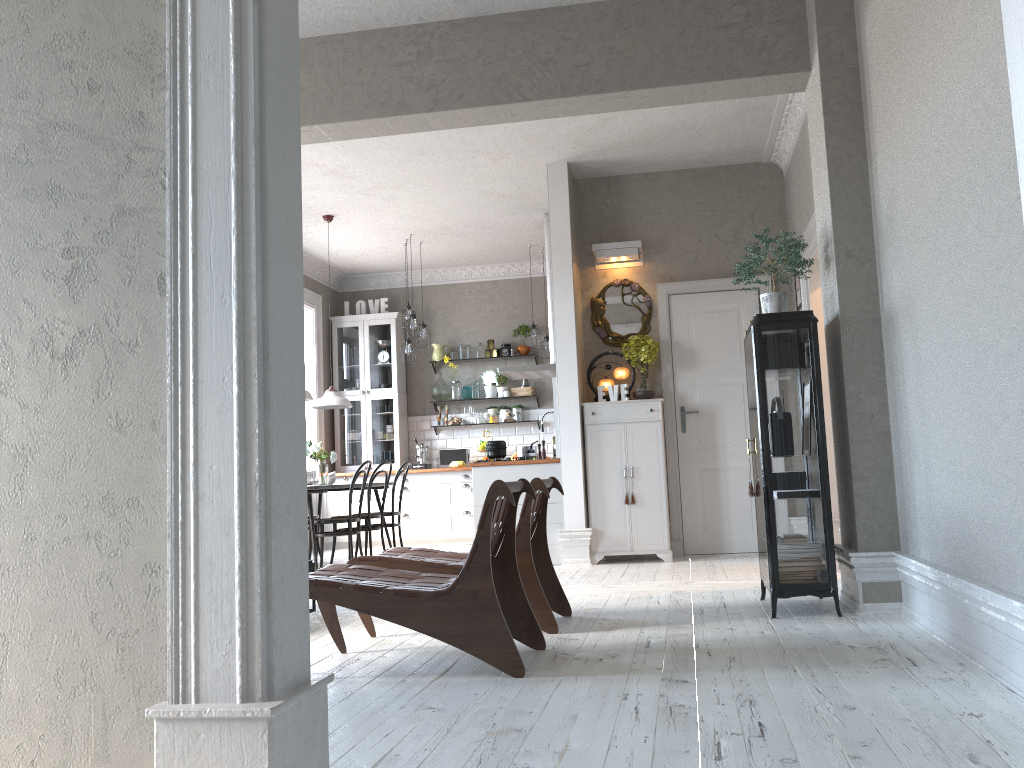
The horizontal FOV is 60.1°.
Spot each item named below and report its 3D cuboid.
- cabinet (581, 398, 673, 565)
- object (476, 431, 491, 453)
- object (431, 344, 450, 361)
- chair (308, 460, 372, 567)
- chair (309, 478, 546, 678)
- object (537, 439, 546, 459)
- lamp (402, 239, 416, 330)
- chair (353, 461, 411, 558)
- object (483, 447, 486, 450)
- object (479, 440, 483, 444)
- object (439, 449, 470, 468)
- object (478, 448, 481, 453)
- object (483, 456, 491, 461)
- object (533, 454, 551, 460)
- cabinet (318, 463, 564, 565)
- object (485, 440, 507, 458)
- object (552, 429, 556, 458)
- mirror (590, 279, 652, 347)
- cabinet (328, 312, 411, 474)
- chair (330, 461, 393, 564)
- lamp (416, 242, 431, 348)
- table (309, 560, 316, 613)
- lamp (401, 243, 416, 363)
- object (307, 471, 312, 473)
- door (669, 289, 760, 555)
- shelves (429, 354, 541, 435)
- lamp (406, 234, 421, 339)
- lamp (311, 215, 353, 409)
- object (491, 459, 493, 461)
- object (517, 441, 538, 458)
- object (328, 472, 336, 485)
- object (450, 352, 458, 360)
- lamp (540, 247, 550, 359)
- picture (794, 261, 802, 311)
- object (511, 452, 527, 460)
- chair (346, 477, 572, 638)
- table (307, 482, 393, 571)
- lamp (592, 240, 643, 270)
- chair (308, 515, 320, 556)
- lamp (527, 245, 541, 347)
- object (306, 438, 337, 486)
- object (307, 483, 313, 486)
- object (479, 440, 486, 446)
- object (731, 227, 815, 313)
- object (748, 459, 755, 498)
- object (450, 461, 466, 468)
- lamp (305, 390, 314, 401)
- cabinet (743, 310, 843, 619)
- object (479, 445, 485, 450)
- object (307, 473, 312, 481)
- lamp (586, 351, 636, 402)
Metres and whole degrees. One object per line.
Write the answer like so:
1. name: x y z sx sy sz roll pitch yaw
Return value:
1. cabinet: 0.944 0.794 7.230 0.662 1.297 0.386 -3 -6 9
2. object: -0.290 0.763 10.421 0.353 0.425 0.350 -2 -6 -5
3. object: -0.875 -0.378 10.765 0.188 0.216 0.176 -5 -6 23
4. chair: -1.428 1.103 7.311 0.547 0.920 0.440 -3 -6 7
5. chair: -0.418 0.763 3.559 1.010 0.720 0.511 -4 -6 9
6. object: 0.246 0.545 7.369 0.072 0.166 0.036 -3 -6 9
7. lamp: -1.126 -1.450 9.465 0.147 1.734 0.146 -2 -6 -4
8. chair: -1.218 1.199 8.311 0.547 0.920 0.440 -3 -6 7
9. object: -0.307 0.768 10.367 0.063 0.061 0.067 -4 -6 9
10. object: -0.348 0.688 10.415 0.073 0.058 0.050 -1 -6 -14
11. object: -0.686 0.889 10.507 0.349 0.226 0.088 -3 -6 9
12. object: -0.351 0.770 10.435 0.096 0.078 0.101 -2 -6 -3
13. object: -0.296 0.888 10.282 0.114 0.110 0.110 0 -6 -23
14. object: 0.344 0.849 10.089 0.225 0.127 0.147 -2 -6 -8
15. cabinet: -0.335 1.268 9.097 2.028 0.854 4.112 1 -7 -34
16. object: -0.133 0.555 7.511 0.192 0.147 0.191 -1 -6 -11
17. object: 0.407 0.536 7.888 0.089 0.282 0.082 -3 -6 10
18. mirror: 0.938 -0.615 7.598 0.529 0.593 0.071 -3 -6 8
19. cabinet: -1.715 0.135 10.759 0.874 1.920 0.390 -3 -6 9
20. chair: -1.329 1.154 7.838 0.543 0.920 0.443 -4 -6 17
21. lamp: -0.982 -1.262 9.584 0.147 1.734 0.146 -2 -6 -4
22. table: -1.694 1.147 4.606 0.844 0.303 1.319 -4 -6 10
23. lamp: -1.147 -1.093 9.596 0.149 1.734 0.144 0 -6 -23
24. object: -1.906 0.852 8.151 0.179 0.094 0.179 -3 -6 1
25. door: 1.750 0.305 7.388 0.747 2.182 0.080 -3 -6 8
26. shelves: -0.323 0.154 10.684 1.308 0.923 0.230 -3 -6 8
27. lamp: -1.057 -1.341 9.282 0.149 1.734 0.144 1 -7 -33
28. lamp: -1.736 -0.697 8.453 0.375 1.858 0.384 -4 -6 17
29. object: -0.243 0.882 10.352 0.087 0.078 0.089 -7 -7 36
30. object: 0.175 0.568 7.696 0.297 0.134 0.178 -8 -8 44
31. object: -1.684 0.870 8.159 0.122 0.119 0.130 -5 -7 25
32. object: -0.705 -0.330 10.793 0.102 0.111 0.104 -4 -6 9
33. lamp: 0.366 -1.152 10.033 0.148 1.734 0.145 0 -6 -18
34. picture: 2.288 -0.807 7.087 0.012 0.416 0.284 -4 -6 11
35. object: 0.099 0.846 10.179 0.231 0.174 0.221 -6 -7 31
36. chair: -0.253 0.844 4.402 1.010 0.720 0.511 -4 -6 9
37. table: -1.762 1.275 7.908 0.899 0.735 1.933 -4 -6 10
38. lamp: 0.905 -1.100 7.567 0.413 0.171 0.221 -4 -6 9
39. chair: -2.125 1.259 8.485 0.541 0.920 0.444 -5 -6 22
40. lamp: 0.209 -1.278 9.933 0.143 1.734 0.150 -8 -8 41
41. object: -1.665 0.669 7.668 0.310 0.414 0.253 -3 -6 8
42. object: -1.903 0.925 8.144 0.233 0.027 0.241 -6 -7 27
43. object: -0.283 0.704 10.399 0.208 0.101 0.068 -4 -6 15
44. object: 1.368 -0.579 4.636 0.408 0.506 0.405 -5 -7 25
45. object: 1.293 0.500 4.812 0.041 0.233 0.044 1 -7 -34
46. object: -0.627 0.934 10.286 0.195 0.083 0.190 -4 -6 10
47. lamp: -1.909 -0.782 7.573 0.387 1.858 0.371 3 -8 -43
48. cabinet: 1.408 0.405 4.543 0.346 1.471 0.622 -3 -6 10
49. object: -0.351 0.747 10.360 0.058 0.069 0.080 -6 -7 29
50. object: -1.905 0.872 8.149 0.179 0.094 0.179 -3 -6 1
51. lamp: 0.834 0.004 7.422 0.444 0.558 0.174 -4 -6 17
